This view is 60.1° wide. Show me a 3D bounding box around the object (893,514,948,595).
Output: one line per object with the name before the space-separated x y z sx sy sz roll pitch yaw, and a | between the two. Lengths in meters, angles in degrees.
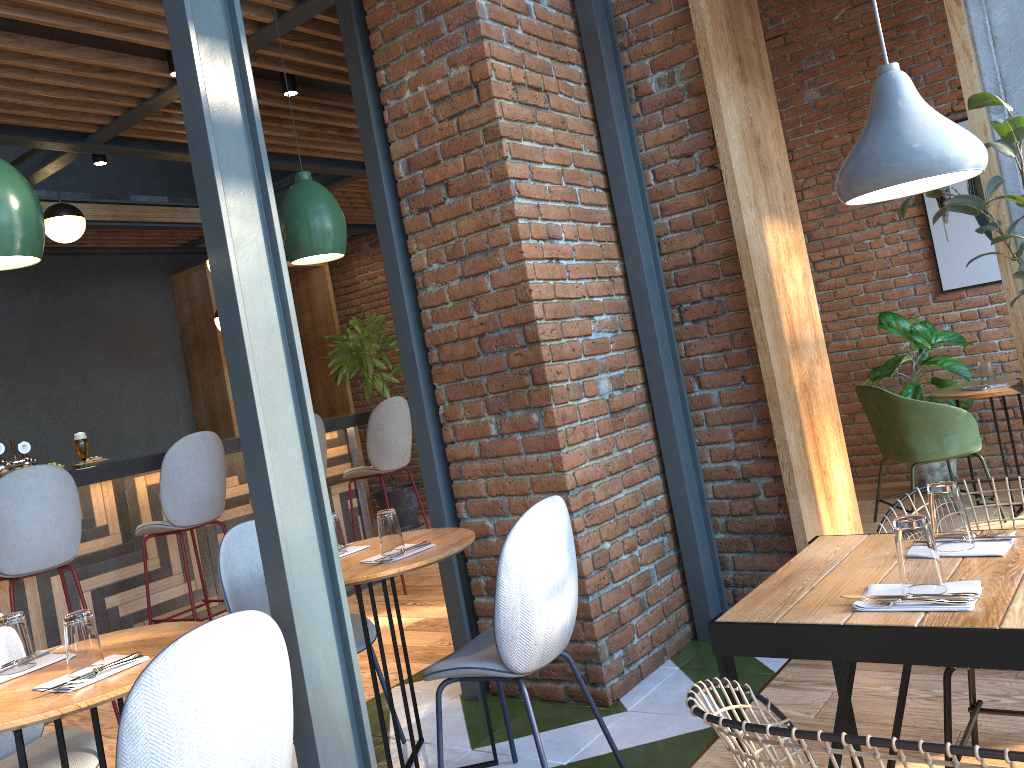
object | 0.758 0.319 1.658 0.080 0.138 0.080 -11 -1 -3

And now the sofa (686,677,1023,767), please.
sofa | 0.803 0.740 1.153 1.086 0.734 0.472 -11 -1 37

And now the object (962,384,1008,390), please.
object | 2.621 0.011 4.928 0.157 0.019 0.242 -11 1 -5

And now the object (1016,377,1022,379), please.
object | 2.950 -0.051 4.939 0.157 0.019 0.242 -11 1 -5

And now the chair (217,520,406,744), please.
chair | -0.743 0.925 3.202 0.505 0.889 0.420 -12 -2 38

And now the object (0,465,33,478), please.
object | -2.448 0.445 4.384 0.169 0.073 0.167 -11 0 -33

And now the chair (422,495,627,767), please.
chair | -0.016 0.795 2.634 0.505 0.889 0.419 -12 -2 33

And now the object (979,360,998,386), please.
object | 2.633 -0.058 4.911 0.080 0.138 0.080 -10 -2 -32

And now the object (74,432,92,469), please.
object | -2.165 0.332 4.464 0.070 0.183 0.070 -10 -2 -32

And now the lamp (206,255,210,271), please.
lamp | -2.400 -2.625 6.485 0.269 3.800 0.267 -9 -3 -43

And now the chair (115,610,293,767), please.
chair | -0.684 0.931 1.874 0.505 0.889 0.420 -12 -2 38

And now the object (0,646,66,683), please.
object | -1.242 0.713 2.249 0.157 0.019 0.243 -10 1 34

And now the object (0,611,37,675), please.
object | -1.247 0.647 2.221 0.080 0.138 0.080 -10 -1 -13

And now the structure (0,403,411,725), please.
structure | -3.101 1.083 5.202 2.903 1.398 4.938 -10 1 37

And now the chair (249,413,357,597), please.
chair | -1.291 0.819 5.317 0.505 1.245 0.419 -12 -2 35

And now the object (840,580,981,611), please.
object | 0.740 0.389 1.648 0.241 0.019 0.158 -10 1 34

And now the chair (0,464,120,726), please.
chair | -2.178 1.002 4.078 0.420 1.245 0.505 -9 -2 -42

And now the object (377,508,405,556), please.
object | -0.397 0.478 2.875 0.080 0.138 0.080 -11 -1 24

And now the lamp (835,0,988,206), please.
lamp | 0.586 -2.697 2.292 0.351 4.497 0.354 -12 -3 42

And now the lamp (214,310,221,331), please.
lamp | -2.550 -2.255 7.100 0.269 3.800 0.267 -9 -2 -32

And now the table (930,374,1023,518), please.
table | 2.831 0.331 4.929 0.805 0.688 0.809 -11 0 21

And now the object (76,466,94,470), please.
object | -2.698 0.480 3.996 0.320 0.106 1.516 -10 1 41

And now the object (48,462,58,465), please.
object | -2.386 0.438 4.545 0.108 0.060 0.077 -11 0 -45

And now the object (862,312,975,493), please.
object | 2.646 0.096 5.743 0.634 1.198 0.713 -11 -1 -2

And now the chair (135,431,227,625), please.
chair | -1.693 0.892 4.663 0.505 1.245 0.419 -12 -2 33

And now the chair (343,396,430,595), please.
chair | -0.843 0.727 5.893 0.505 1.245 0.419 -12 -2 37

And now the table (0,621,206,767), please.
table | -1.005 1.059 2.131 0.700 0.748 0.697 -11 -1 -11

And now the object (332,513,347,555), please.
object | -0.620 0.518 3.051 0.080 0.138 0.080 -10 -1 -16

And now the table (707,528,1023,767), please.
table | 1.139 0.684 1.597 1.265 0.707 0.660 -11 -1 37

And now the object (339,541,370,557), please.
object | -0.611 0.583 3.080 0.157 0.019 0.243 -10 1 41

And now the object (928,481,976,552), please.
object | 0.936 0.282 1.899 0.080 0.138 0.080 -10 -2 -36

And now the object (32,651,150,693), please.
object | -0.981 0.666 2.047 0.157 0.019 0.243 -10 1 34

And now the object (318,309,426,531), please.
object | -1.163 0.321 8.261 1.509 2.100 1.087 -12 -2 43

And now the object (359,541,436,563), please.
object | -0.376 0.542 2.848 0.157 0.019 0.243 -10 1 41

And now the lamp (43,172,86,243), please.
lamp | -3.349 -2.818 6.036 0.267 3.800 0.269 -12 -3 43

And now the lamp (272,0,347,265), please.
lamp | -0.841 -1.414 3.021 0.222 2.025 0.224 -12 -3 41

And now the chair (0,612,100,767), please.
chair | -1.383 1.056 2.420 0.505 0.889 0.419 -12 -2 33

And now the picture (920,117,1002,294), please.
picture | 3.053 -1.191 5.726 0.722 1.096 0.023 -12 -2 37

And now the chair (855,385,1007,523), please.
chair | 2.290 0.366 4.933 0.515 0.820 0.638 -11 -1 1

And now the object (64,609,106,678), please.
object | -1.005 0.603 2.073 0.080 0.138 0.080 -9 -2 -43

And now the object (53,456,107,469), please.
object | -2.249 0.416 4.556 0.293 0.052 0.163 -11 1 -44

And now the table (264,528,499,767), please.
table | -0.399 0.935 2.939 0.700 0.748 0.698 -11 -1 -6

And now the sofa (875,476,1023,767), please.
sofa | 1.477 0.601 2.053 1.086 0.734 0.472 -11 -1 37

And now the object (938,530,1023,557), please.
object | 0.972 0.342 1.907 0.241 0.019 0.158 -10 1 41

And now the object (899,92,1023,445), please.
object | 1.905 -0.021 2.604 1.062 1.775 1.017 -11 -1 6

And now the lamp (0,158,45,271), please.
lamp | -1.445 -1.289 2.214 0.222 2.025 0.224 -12 -3 41
